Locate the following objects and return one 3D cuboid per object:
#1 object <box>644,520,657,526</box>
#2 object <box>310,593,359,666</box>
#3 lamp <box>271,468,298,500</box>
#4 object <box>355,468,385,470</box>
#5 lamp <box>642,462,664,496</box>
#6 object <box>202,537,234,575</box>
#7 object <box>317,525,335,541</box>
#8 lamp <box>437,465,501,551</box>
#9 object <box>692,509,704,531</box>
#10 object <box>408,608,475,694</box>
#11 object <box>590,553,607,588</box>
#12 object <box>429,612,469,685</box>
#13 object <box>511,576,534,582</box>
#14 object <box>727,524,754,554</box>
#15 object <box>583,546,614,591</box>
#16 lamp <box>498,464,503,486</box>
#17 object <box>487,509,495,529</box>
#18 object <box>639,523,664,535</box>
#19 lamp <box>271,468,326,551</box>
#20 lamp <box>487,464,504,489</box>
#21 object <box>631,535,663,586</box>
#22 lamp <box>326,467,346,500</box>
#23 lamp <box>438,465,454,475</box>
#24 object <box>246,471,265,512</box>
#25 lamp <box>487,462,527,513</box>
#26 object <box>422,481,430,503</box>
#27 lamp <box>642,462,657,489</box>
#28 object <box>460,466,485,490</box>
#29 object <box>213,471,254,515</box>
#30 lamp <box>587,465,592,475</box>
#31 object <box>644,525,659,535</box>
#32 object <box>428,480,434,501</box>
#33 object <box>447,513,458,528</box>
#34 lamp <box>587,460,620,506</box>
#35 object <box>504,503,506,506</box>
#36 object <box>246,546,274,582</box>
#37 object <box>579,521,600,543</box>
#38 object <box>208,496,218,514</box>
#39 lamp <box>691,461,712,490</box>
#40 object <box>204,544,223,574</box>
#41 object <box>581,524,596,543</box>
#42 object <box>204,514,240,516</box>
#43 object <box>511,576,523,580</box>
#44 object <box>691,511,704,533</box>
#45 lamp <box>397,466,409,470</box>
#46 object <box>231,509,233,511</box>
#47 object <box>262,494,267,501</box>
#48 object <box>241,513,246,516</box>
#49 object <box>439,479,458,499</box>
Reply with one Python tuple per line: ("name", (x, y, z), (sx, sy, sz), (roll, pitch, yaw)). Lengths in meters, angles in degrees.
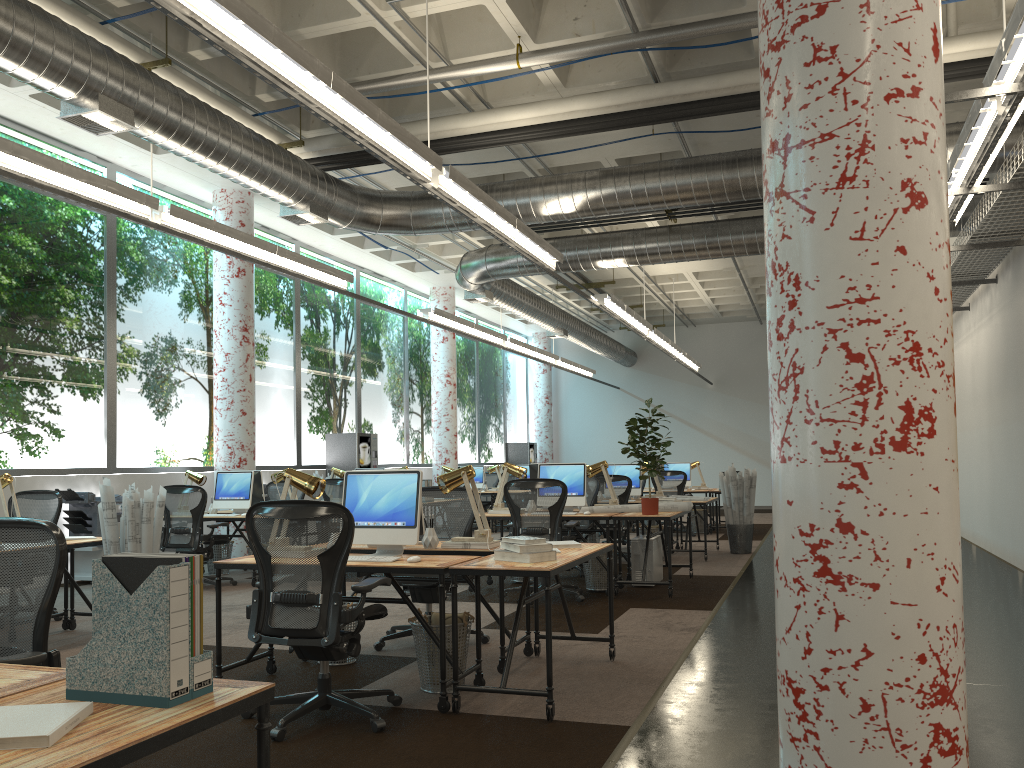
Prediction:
("object", (2.470, 2.409, 15.914), (0.359, 0.434, 0.354), (-2, -3, 15))
("object", (-1.110, 1.543, 5.619), (0.359, 0.434, 0.354), (-2, -3, 15))
("lamp", (-2.570, 1.280, 10.257), (0.528, 0.609, 0.209), (-4, -4, 39))
("object", (-2.320, 1.831, 12.853), (1.078, 1.206, 0.191), (-2, -2, 19))
("lamp", (1.957, 1.356, 12.001), (0.528, 0.609, 0.209), (-4, -4, 39))
("object", (-3.456, 2.023, 10.443), (0.359, 0.434, 0.354), (-2, -3, 15))
("object", (-2.867, 2.342, 13.761), (0.353, 0.397, 0.353), (-4, -4, 38))
("lamp", (-0.222, 0.801, 5.436), (0.528, 0.609, 0.219), (-4, -4, 39))
("object", (3.221, 2.350, 15.263), (0.235, 0.402, 0.120), (-2, -3, 20))
("object", (-0.391, 1.464, 4.896), (0.359, 0.434, 0.354), (-2, -3, 15))
("object", (0.857, 1.765, 8.558), (0.235, 0.402, 0.120), (-2, -3, 20))
("object", (-0.360, 1.484, 4.969), (0.235, 0.402, 0.120), (-2, -3, 20))
("object", (0.107, 1.824, 9.208), (0.359, 0.434, 0.354), (-2, -3, 15))
("object", (3.030, 2.050, 11.734), (0.353, 0.397, 0.354), (1, -4, -26))
("object", (0.826, 1.745, 8.486), (0.359, 0.434, 0.354), (-2, -3, 15))
("lamp", (-0.252, 2.096, 19.737), (0.528, 0.609, 0.219), (-4, -4, 39))
("object", (-0.372, 2.529, 16.507), (0.235, 0.402, 0.120), (-2, -3, 20))
("object", (1.791, 2.019, 11.466), (0.359, 0.434, 0.354), (-2, -3, 15))
("lamp", (-1.305, 0.793, 5.132), (0.528, 0.609, 0.219), (-4, -4, 39))
("lamp", (-0.234, 1.846, 16.974), (0.528, 0.609, 0.219), (-4, -4, 39))
("object", (1.364, 1.767, 8.917), (0.221, 0.454, 0.542), (-2, -4, 19))
("lamp", (-2.622, 1.522, 12.910), (0.528, 0.609, 0.209), (-4, -4, 39))
("lamp", (-1.318, 1.838, 16.670), (0.528, 0.609, 0.219), (-4, -4, 39))
("object", (-3.146, 1.263, 10.402), (0.484, 0.484, 0.190), (-2, -3, 19))
("lamp", (-0.088, 1.074, 8.721), (0.528, 0.609, 0.219), (-4, -4, 39))
("object", (-1.300, 1.489, 12.259), (0.281, 0.301, 0.150), (-2, -3, 19))
("lamp", (2.275, 1.660, 15.426), (0.528, 0.609, 0.219), (-4, -4, 39))
("object", (-0.740, 1.773, 16.531), (0.484, 0.484, 0.190), (-2, -3, 19))
("object", (-3.073, 1.208, 9.817), (0.484, 0.484, 0.190), (-2, -3, 19))
("lamp", (0.880, 1.348, 11.705), (0.528, 0.609, 0.209), (-4, -4, 39))
("object", (1.822, 2.039, 11.538), (0.235, 0.402, 0.120), (-2, -3, 20))
("object", (-1.252, 1.500, 12.398), (0.281, 0.301, 0.150), (-2, -3, 19))
("object", (-1.153, 2.595, 17.084), (0.235, 0.402, 0.120), (-2, -3, 20))
("lamp", (0.992, 1.082, 9.022), (0.528, 0.609, 0.209), (-4, -4, 39))
("object", (-0.088, 2.853, 20.151), (0.235, 0.402, 0.120), (-2, -3, 20))
("object", (-2.736, 1.944, 9.721), (0.359, 0.434, 0.354), (-2, -3, 15))
("object", (1.071, 2.098, 12.188), (0.359, 0.434, 0.354), (-2, -3, 15))
("object", (-3.369, 1.367, 9.980), (0.101, 0.209, 0.102), (0, -3, -26))
("lamp", (3.359, 1.668, 15.731), (0.528, 0.609, 0.219), (-4, -4, 39))
("object", (-3.486, 2.030, 10.370), (0.235, 0.402, 0.120), (-2, -3, 20))
("object", (1.041, 2.105, 12.115), (0.235, 0.402, 0.120), (-2, -3, 20))
("object", (-3.166, 1.424, 9.607), (0.439, 0.017, 0.119), (-3, -5, 19))
("object", (0.076, 1.831, 9.135), (0.235, 0.402, 0.120), (-2, -3, 20))
("object", (3.190, 2.331, 15.191), (0.359, 0.434, 0.354), (-2, -3, 15))
("lamp", (-1.542, 1.529, 13.211), (0.528, 0.609, 0.219), (-4, -4, 39))
("object", (-3.353, 1.521, 10.710), (0.059, 0.029, 0.106), (-3, -5, 20))
("object", (-2.844, 1.380, 10.230), (0.101, 0.209, 0.102), (0, -3, -26))
("object", (-2.858, 1.402, 9.493), (0.059, 0.029, 0.106), (-3, -5, 20))
("object", (-0.968, 1.569, 13.214), (0.281, 0.301, 0.150), (-2, -3, 19))
